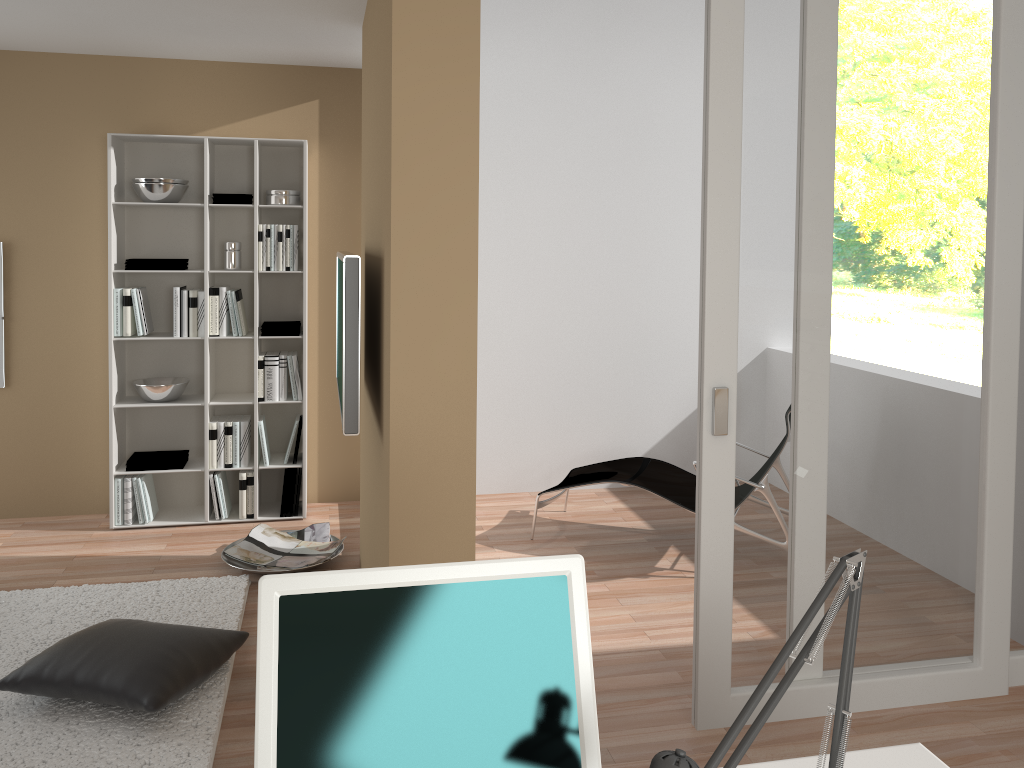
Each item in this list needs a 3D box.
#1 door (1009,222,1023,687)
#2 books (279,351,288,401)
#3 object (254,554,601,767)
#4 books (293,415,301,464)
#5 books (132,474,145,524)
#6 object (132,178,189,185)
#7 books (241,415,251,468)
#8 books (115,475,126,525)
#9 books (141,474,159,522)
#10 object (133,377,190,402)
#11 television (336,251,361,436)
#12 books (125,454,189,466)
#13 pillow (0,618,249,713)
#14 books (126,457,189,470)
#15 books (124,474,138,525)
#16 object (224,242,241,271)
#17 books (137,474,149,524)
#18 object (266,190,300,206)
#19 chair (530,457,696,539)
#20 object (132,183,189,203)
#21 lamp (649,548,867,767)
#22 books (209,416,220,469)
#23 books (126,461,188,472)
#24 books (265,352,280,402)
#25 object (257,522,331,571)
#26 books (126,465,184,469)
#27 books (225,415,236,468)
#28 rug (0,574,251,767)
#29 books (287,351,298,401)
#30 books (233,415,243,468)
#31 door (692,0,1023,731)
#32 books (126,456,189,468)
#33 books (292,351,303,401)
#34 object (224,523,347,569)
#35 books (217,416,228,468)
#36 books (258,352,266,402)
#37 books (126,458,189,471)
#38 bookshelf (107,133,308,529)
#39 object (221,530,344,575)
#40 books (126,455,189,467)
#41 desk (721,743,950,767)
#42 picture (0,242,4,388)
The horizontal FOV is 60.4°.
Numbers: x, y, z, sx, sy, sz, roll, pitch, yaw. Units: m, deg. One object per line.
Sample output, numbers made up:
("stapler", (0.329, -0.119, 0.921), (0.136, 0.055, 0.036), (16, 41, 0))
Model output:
("door", (1.541, -0.211, 3.104), (1.188, 2.633, 0.045), (0, 2, -12))
("books", (-1.315, -0.049, 5.070), (0.040, 0.257, 0.209), (0, 5, -12))
("object", (-0.114, 0.479, 1.225), (0.466, 0.429, 0.199), (-1, 4, -12))
("books", (-1.250, 0.321, 5.115), (0.043, 0.236, 0.213), (0, 5, -12))
("books", (-2.070, 0.622, 4.915), (0.060, 0.258, 0.209), (0, 5, -12))
("object", (-1.962, -1.086, 4.917), (0.300, 0.106, 0.300), (8, 11, 42))
("books", (-1.522, 0.323, 5.028), (0.040, 0.257, 0.209), (0, 5, -12))
("books", (-2.166, 0.626, 4.898), (0.040, 0.257, 0.209), (0, 5, -12))
("books", (-2.031, 0.619, 4.936), (0.058, 0.256, 0.209), (0, 5, -12))
("object", (-1.974, 0.038, 4.958), (0.300, 0.106, 0.300), (8, 11, 42))
("television", (-0.637, -0.215, 3.383), (0.054, 0.573, 1.187), (0, 8, -12))
("books", (-1.990, 0.424, 4.947), (0.297, 0.006, 0.213), (-1, 9, -11))
("pillow", (-1.337, 0.965, 3.075), (0.609, 0.208, 0.588), (3, 9, 13))
("books", (-1.990, 0.446, 4.950), (0.297, 0.006, 0.212), (-1, 9, -12))
("books", (-2.119, 0.626, 4.903), (0.040, 0.257, 0.209), (0, 5, -12))
("object", (-1.574, -0.721, 4.961), (0.093, 0.161, 0.094), (1, 4, 2))
("books", (-2.044, 0.624, 4.917), (0.058, 0.256, 0.209), (0, 5, -12))
("object", (-1.311, -1.064, 5.043), (0.191, 0.089, 0.193), (5, 9, 29))
("chair", (0.869, 0.431, 4.681), (1.436, 0.820, 0.698), (4, 6, 23))
("object", (-1.962, -1.059, 4.918), (0.300, 0.106, 0.300), (8, 11, 42))
("lamp", (0.295, 0.526, 1.117), (0.140, 0.525, 0.542), (3, 6, 43))
("books", (-1.684, 0.328, 4.987), (0.040, 0.257, 0.209), (0, 5, -12))
("books", (-1.991, 0.457, 4.949), (0.297, 0.007, 0.212), (-1, 9, -12))
("books", (-1.372, -0.045, 5.043), (0.076, 0.257, 0.209), (0, 5, -12))
("object", (-1.080, 0.823, 4.381), (0.343, 0.096, 0.504), (-1, 9, -12))
("books", (-1.992, 0.441, 4.949), (0.297, 0.006, 0.212), (-2, 9, -14))
("books", (-1.603, 0.325, 5.009), (0.040, 0.257, 0.209), (0, 5, -12))
("rug", (-1.694, 1.078, 2.962), (1.449, 0.045, 2.048), (-1, 9, -12))
("books", (-1.263, -0.049, 5.077), (0.060, 0.258, 0.209), (0, 5, -12))
("books", (-1.563, 0.324, 5.019), (0.040, 0.257, 0.209), (0, 5, -12))
("door", (1.197, -0.194, 2.972), (1.188, 2.633, 0.060), (0, 2, -12))
("books", (-1.989, 0.435, 4.950), (0.297, 0.006, 0.212), (-1, 9, -12))
("books", (-1.238, -0.050, 5.082), (0.060, 0.258, 0.209), (0, 5, -12))
("object", (-1.125, 0.815, 4.356), (0.499, 0.096, 0.346), (3, 9, 17))
("books", (-1.644, 0.326, 5.003), (0.040, 0.257, 0.209), (0, 5, -12))
("books", (-1.434, -0.044, 5.034), (0.040, 0.257, 0.209), (0, 5, -12))
("books", (-1.990, 0.452, 4.950), (0.297, 0.006, 0.212), (-1, 9, -12))
("bookshelf", (-1.700, -0.315, 5.013), (1.039, 2.130, 0.335), (0, 2, -12))
("object", (-1.127, 0.846, 4.342), (0.587, 0.063, 0.589), (-6, 11, -37))
("books", (-1.988, 0.430, 4.949), (0.297, 0.006, 0.212), (-1, 9, -12))
("desk", (0.035, 1.071, 1.043), (1.600, 0.682, 0.813), (-1, 6, -12))
("picture", (-3.232, -0.373, 4.815), (0.816, 0.812, 0.019), (-1, 2, -12))
